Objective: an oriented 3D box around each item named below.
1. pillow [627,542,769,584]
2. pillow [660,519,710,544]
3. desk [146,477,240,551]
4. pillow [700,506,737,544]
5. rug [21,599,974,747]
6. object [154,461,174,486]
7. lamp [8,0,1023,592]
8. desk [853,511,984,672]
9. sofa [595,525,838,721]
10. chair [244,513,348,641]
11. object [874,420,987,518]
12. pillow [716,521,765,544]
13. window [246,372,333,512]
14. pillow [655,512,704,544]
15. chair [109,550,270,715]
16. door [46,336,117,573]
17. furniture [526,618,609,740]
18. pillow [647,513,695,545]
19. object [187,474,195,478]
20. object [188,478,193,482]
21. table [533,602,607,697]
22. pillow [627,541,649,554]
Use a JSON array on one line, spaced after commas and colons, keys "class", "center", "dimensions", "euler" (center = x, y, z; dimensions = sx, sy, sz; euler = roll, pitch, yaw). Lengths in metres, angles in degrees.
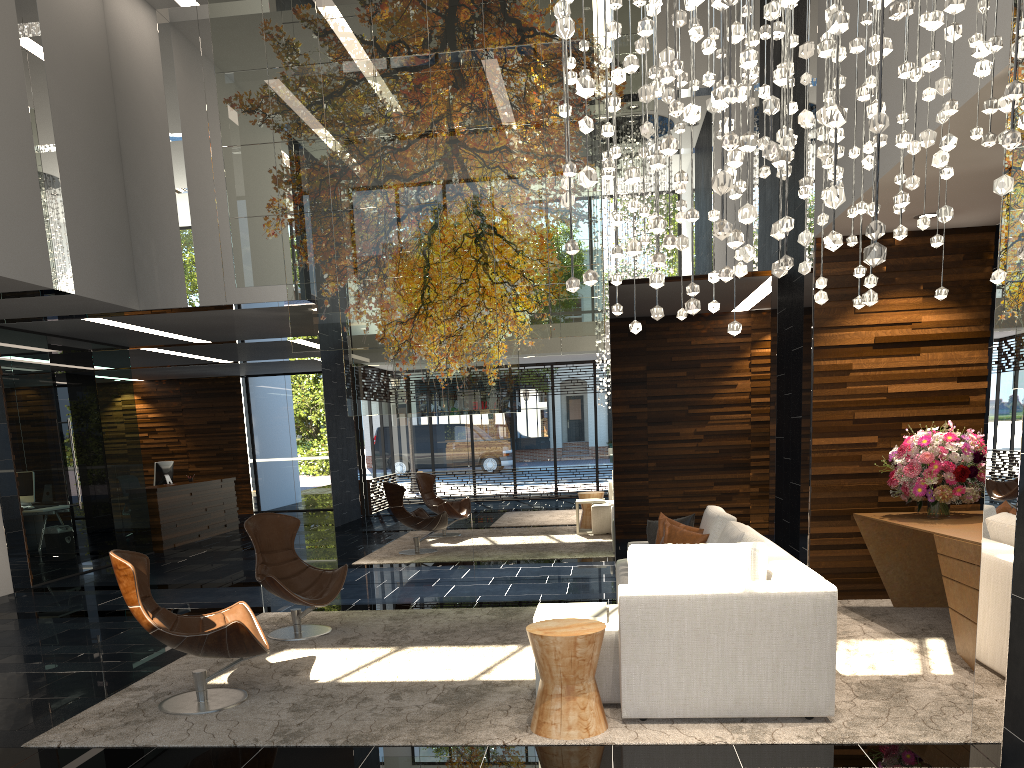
[{"class": "pillow", "center": [0.954, 1.046, 4.465], "dimensions": [0.712, 0.472, 0.211], "euler": [-2, 8, 7]}, {"class": "pillow", "center": [1.140, 1.163, 6.007], "dimensions": [0.266, 0.422, 0.513], "euler": [-5, 3, -23]}, {"class": "desk", "center": [-5.303, 2.017, 13.635], "dimensions": [0.880, 0.906, 2.624], "euler": [-2, -2, 6]}, {"class": "pillow", "center": [1.419, 1.109, 6.083], "dimensions": [0.248, 0.461, 0.705], "euler": [-2, 1, 6]}, {"class": "rug", "center": [0.587, 1.777, 5.639], "dimensions": [5.906, 0.006, 3.155], "euler": [-3, -3, 6]}, {"class": "object", "center": [-5.460, 1.467, 13.591], "dimensions": [0.190, 0.503, 0.472], "euler": [-1, 4, 11]}, {"class": "lamp", "center": [-2.706, -46.638, 0.373], "dimensions": [399.129, 116.847, 392.523], "euler": [-4, -2, 32]}, {"class": "desk", "center": [2.978, 1.285, 5.469], "dimensions": [0.991, 0.763, 2.202], "euler": [-2, -2, 6]}, {"class": "sofa", "center": [1.073, 1.399, 5.581], "dimensions": [1.292, 0.696, 2.798], "euler": [-3, -2, 6]}, {"class": "chair", "center": [-1.689, 1.454, 6.537], "dimensions": [0.786, 0.954, 0.660], "euler": [1, 7, 34]}, {"class": "object", "center": [2.973, 0.593, 5.989], "dimensions": [0.690, 0.694, 0.645], "euler": [-3, 4, -3]}, {"class": "pillow", "center": [1.323, 1.074, 5.206], "dimensions": [0.291, 0.445, 0.705], "euler": [-2, 1, 7]}, {"class": "window", "center": [-3.433, 1.178, 17.768], "dimensions": [3.961, 2.921, 0.057], "euler": [-2, 10, 6]}, {"class": "pillow", "center": [1.173, 1.148, 6.221], "dimensions": [0.240, 0.440, 0.543], "euler": [-6, 4, -29]}, {"class": "chair", "center": [-1.786, 1.370, 4.876], "dimensions": [0.781, 0.954, 0.663], "euler": [-5, 6, -26]}, {"class": "door", "center": [-5.190, 0.874, 10.551], "dimensions": [0.101, 2.921, 0.843], "euler": [-1, 9, 6]}, {"class": "furniture", "center": [0.276, 1.454, 4.275], "dimensions": [0.390, 0.535, 0.385], "euler": [2, 7, 41]}, {"class": "pillow", "center": [1.173, 1.162, 6.436], "dimensions": [0.251, 0.424, 0.550], "euler": [-8, 5, -36]}, {"class": "object", "center": [-5.184, 1.510, 13.859], "dimensions": [0.076, 0.105, 0.149], "euler": [2, 4, 36]}, {"class": "object", "center": [-5.163, 1.543, 13.854], "dimensions": [0.077, 0.061, 0.075], "euler": [-1, 3, 30]}, {"class": "table", "center": [0.343, 1.511, 4.908], "dimensions": [0.400, 0.478, 0.390], "euler": [-2, 5, 6]}, {"class": "pillow", "center": [1.216, 1.299, 6.726], "dimensions": [0.623, 0.156, 0.235], "euler": [-3, 1, 1]}]
